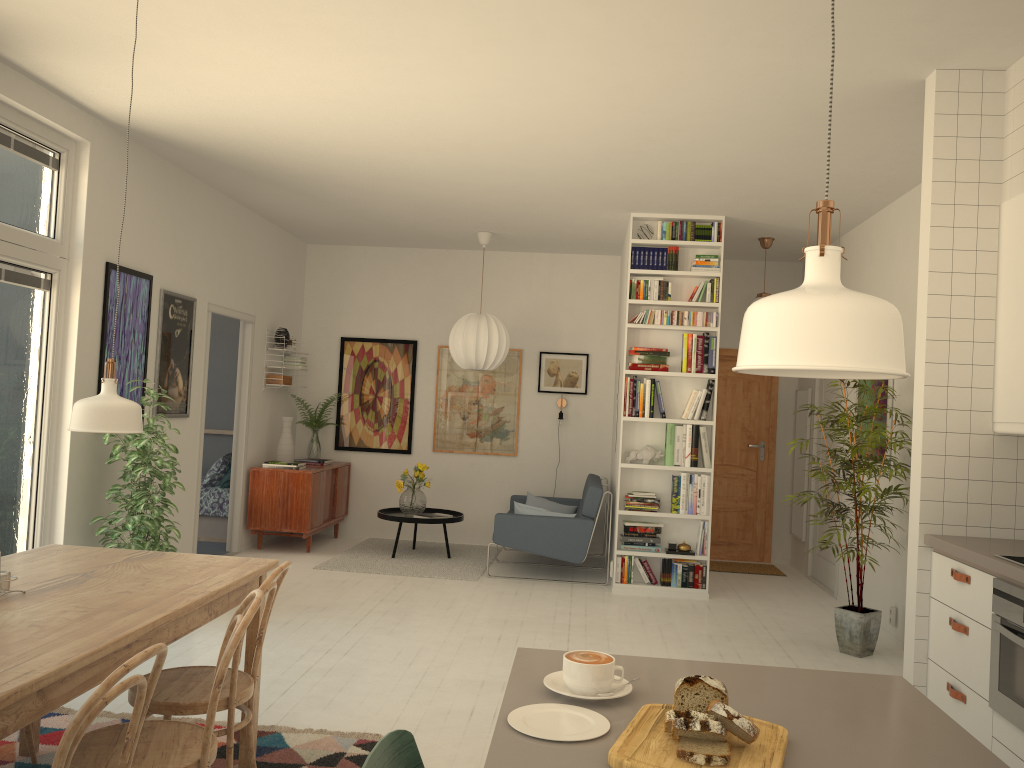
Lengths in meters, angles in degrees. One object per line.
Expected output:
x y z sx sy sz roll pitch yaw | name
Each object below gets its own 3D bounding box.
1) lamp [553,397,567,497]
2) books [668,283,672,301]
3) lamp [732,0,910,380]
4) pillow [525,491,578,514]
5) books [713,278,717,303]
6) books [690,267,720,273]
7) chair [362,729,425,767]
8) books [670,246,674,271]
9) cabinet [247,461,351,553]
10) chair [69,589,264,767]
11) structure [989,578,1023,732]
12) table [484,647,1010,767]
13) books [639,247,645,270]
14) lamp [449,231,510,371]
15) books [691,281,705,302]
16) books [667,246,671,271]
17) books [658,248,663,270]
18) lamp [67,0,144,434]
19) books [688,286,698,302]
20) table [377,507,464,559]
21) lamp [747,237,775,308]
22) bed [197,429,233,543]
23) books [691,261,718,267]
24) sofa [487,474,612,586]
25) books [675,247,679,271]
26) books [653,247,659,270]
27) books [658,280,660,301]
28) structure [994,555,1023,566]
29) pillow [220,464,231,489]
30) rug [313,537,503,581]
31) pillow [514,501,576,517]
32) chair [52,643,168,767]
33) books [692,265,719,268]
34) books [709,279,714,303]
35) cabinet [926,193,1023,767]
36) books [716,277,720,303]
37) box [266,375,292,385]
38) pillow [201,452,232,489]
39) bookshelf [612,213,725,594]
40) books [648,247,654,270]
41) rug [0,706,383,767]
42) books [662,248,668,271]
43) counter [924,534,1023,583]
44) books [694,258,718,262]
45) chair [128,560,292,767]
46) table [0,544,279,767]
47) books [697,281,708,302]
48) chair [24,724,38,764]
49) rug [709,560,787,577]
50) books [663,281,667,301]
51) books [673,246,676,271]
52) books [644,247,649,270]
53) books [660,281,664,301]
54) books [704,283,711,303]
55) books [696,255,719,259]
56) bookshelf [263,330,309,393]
0.318 0.800 8.624 0.360 1.416 0.112 3 -2 5 | lamp
1.213 -0.699 6.866 0.020 0.145 0.189 3 -2 5 | books
0.459 -0.757 1.239 0.229 1.491 0.229 3 -2 5 | lamp
0.353 1.166 8.364 0.540 0.277 0.157 3 -2 6 | pillow
1.554 -0.706 6.847 0.014 0.188 0.218 3 -2 5 | books
1.485 -0.865 6.862 0.214 0.038 0.222 3 -1 5 | books
-0.070 1.034 1.522 0.446 0.752 0.485 3 -2 4 | chair
1.232 -0.955 6.893 0.020 0.191 0.205 3 -2 5 | books
-1.944 1.112 8.213 0.546 0.727 1.262 3 -1 5 | cabinet
-0.940 0.965 2.377 0.483 0.811 0.385 3 -2 -13 | chair
1.968 0.908 2.733 0.704 0.447 0.682 3 -2 5 | structure
0.326 0.992 1.134 0.794 0.864 1.423 3 -1 5 | table
1.006 -0.961 6.904 0.034 0.179 0.188 3 -2 5 | books
-0.272 -0.735 7.873 0.536 1.229 0.536 2 -2 39 | lamp
1.430 -0.700 6.870 0.092 0.165 0.222 3 -2 5 | books
1.212 -0.956 6.898 0.020 0.191 0.205 3 -2 5 | books
1.146 -0.954 6.892 0.034 0.179 0.188 3 -2 5 | books
-1.289 -0.640 2.932 0.229 1.596 0.229 2 -2 39 | lamp
1.397 -0.684 6.884 0.073 0.129 0.200 3 -2 5 | books
-0.813 1.328 7.826 0.761 0.386 0.760 2 -2 21 | table
2.134 -0.850 7.492 0.275 0.768 0.275 3 -2 -1 | lamp
-3.225 0.925 8.492 1.656 0.974 0.933 3 -2 5 | bed
1.477 -0.919 6.861 0.173 0.030 0.199 3 -1 -5 | books
0.354 1.197 7.730 0.964 0.773 1.602 3 -1 5 | sofa
1.272 -0.953 6.892 0.020 0.191 0.205 3 -2 5 | books
1.111 -0.956 6.895 0.034 0.179 0.188 3 -2 5 | books
1.133 -0.711 6.867 0.013 0.159 0.176 3 -2 5 | books
1.934 0.621 2.753 0.504 0.057 0.763 3 -1 5 | structure
-2.547 0.827 8.476 0.237 0.385 0.767 3 -1 3 | pillow
-0.833 1.518 7.778 1.304 0.012 1.660 3 -1 7 | rug
0.245 1.120 7.094 0.533 0.353 0.141 3 -2 4 | pillow
-1.014 0.949 1.872 0.483 0.811 0.385 3 -2 7 | chair
1.488 -0.894 6.861 0.200 0.018 0.208 3 -1 5 | books
1.536 -0.706 6.861 0.022 0.187 0.186 3 -2 5 | books
0.707 0.200 1.373 2.853 2.160 4.843 3 -1 5 | cabinet
1.572 -0.711 6.843 0.022 0.199 0.212 3 -2 5 | books
-2.124 -0.036 8.101 0.152 0.084 0.265 3 -1 5 | box
-2.719 0.801 8.280 0.237 0.338 0.437 3 -2 3 | pillow
1.201 0.155 6.851 0.710 2.901 0.249 3 -2 5 | bookshelf
1.076 -0.958 6.898 0.034 0.179 0.188 3 -2 5 | books
-1.503 1.341 2.212 1.749 0.035 3.024 3 -1 5 | rug
1.181 -0.953 6.889 0.034 0.179 0.188 3 -2 5 | books
0.685 0.597 1.361 2.856 0.163 4.843 3 -1 5 | counter
1.493 -0.942 6.839 0.179 0.016 0.208 3 -1 10 | books
-0.991 0.974 2.886 0.483 0.811 0.385 3 -2 2 | chair
-1.405 0.981 2.441 0.894 0.749 1.797 3 -1 5 | table
1.463 -0.702 6.854 0.065 0.168 0.228 3 -2 5 | books
-1.886 0.931 3.021 0.483 0.811 0.385 3 -2 7 | chair
1.974 1.677 8.119 0.941 0.002 0.553 3 -1 5 | rug
1.174 -0.706 6.850 0.023 0.153 0.176 3 -2 5 | books
1.251 -0.954 6.883 0.020 0.191 0.205 3 -2 5 | books
1.041 -0.960 6.901 0.034 0.179 0.188 3 -2 5 | books
1.153 -0.707 6.885 0.024 0.155 0.206 3 -2 5 | books
1.506 -0.691 6.846 0.030 0.153 0.199 3 -2 5 | books
1.504 -0.966 6.855 0.169 0.032 0.188 3 -1 10 | books
-2.097 -0.195 8.284 0.184 0.565 0.695 3 -2 5 | bookshelf
